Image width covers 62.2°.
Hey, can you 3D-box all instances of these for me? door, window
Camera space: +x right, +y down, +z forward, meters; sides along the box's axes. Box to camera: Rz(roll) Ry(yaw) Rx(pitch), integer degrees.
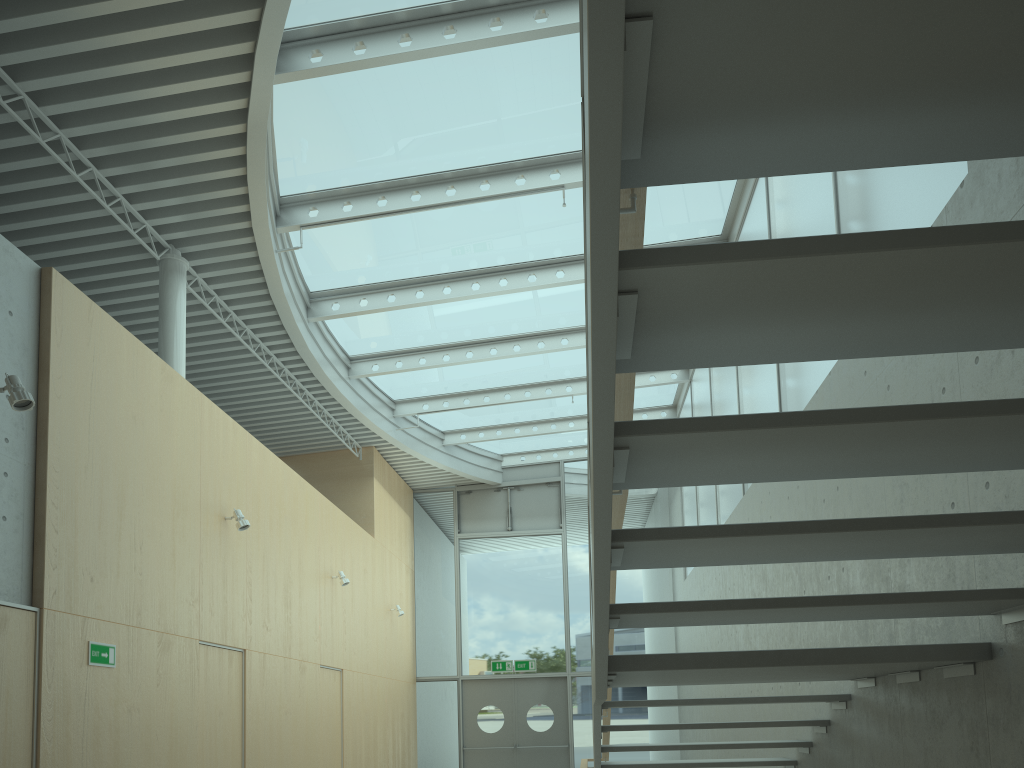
[{"bbox_3d":[0.065,6.335,15.273,1.924,2.034,0.181,-3,-6,5],"label":"door"},{"bbox_3d":[0.275,1.925,9.882,4.789,5.981,16.783,-3,-20,4],"label":"window"},{"bbox_3d":[2.397,0.289,9.849,0.030,2.619,16.599,-2,-21,4],"label":"window"},{"bbox_3d":[0.585,4.350,15.431,4.863,6.067,0.113,-3,-6,5],"label":"window"}]

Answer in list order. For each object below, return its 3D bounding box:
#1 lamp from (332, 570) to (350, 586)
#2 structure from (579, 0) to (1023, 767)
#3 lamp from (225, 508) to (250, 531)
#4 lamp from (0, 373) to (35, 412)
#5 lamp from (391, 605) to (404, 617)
[{"bbox_3d":[-2.125,2.405,10.516,0.232,0.189,0.147,2,-12,-14],"label":"lamp"},{"bbox_3d":[1.171,0.949,3.808,1.888,4.016,13.374,-2,-20,4],"label":"structure"},{"bbox_3d":[-2.404,1.183,7.416,0.232,0.189,0.147,2,-12,-14],"label":"lamp"},{"bbox_3d":[-2.665,0.039,4.518,0.232,0.189,0.147,2,-12,-14],"label":"lamp"},{"bbox_3d":[-1.844,3.637,13.637,0.232,0.189,0.147,2,-12,-14],"label":"lamp"}]
